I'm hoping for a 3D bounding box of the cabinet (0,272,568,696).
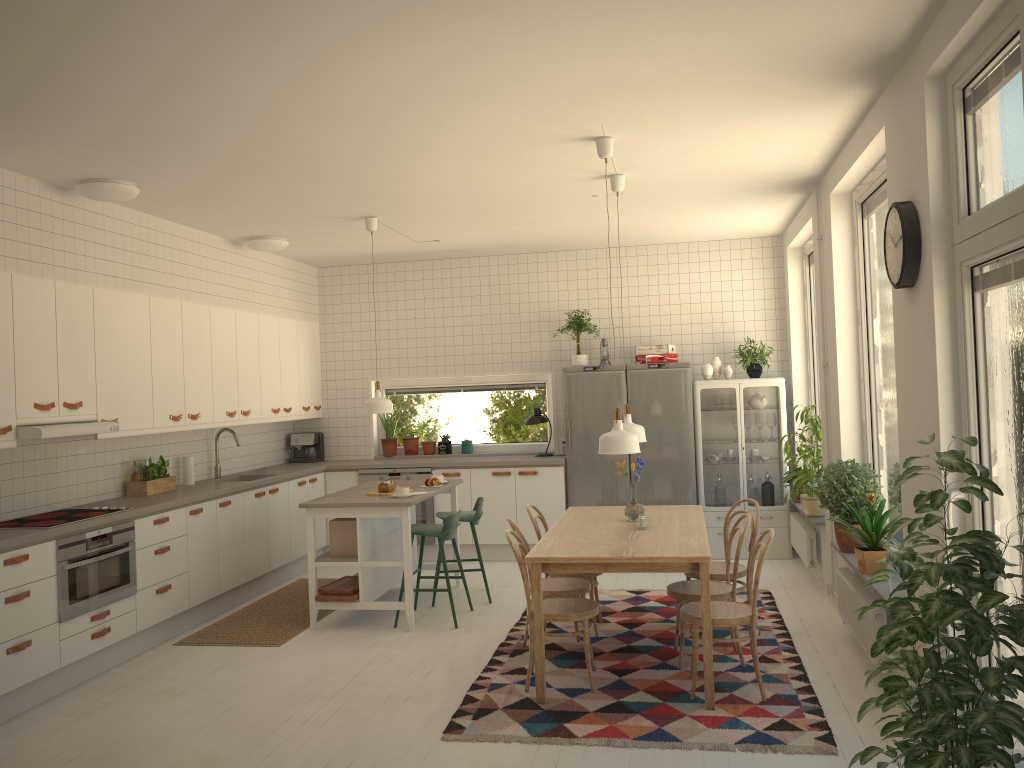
[{"bbox_3d":[-1.295,0.423,6.446,2.853,2.160,4.844,-2,0,11],"label":"cabinet"}]

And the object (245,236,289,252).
[{"bbox_3d":[-2.024,-1.147,7.330,0.351,0.101,0.351,-2,0,-37],"label":"object"}]

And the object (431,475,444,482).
[{"bbox_3d":[-0.583,0.745,6.932,0.094,0.060,0.098,-2,0,8],"label":"object"}]

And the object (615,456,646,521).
[{"bbox_3d":[0.737,0.633,5.371,0.145,0.389,0.206,-2,-1,-27],"label":"object"}]

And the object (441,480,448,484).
[{"bbox_3d":[-0.582,0.772,6.929,0.160,0.020,0.160,-2,0,7],"label":"object"}]

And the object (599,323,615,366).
[{"bbox_3d":[0.869,-0.359,8.141,0.163,0.383,0.154,-3,-1,33],"label":"object"}]

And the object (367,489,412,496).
[{"bbox_3d":[-0.884,0.781,6.408,0.237,0.019,0.306,-2,0,27],"label":"object"}]

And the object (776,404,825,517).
[{"bbox_3d":[2.231,0.582,6.692,0.485,0.841,0.615,-2,-1,-10],"label":"object"}]

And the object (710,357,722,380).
[{"bbox_3d":[1.837,-0.140,7.985,0.102,0.206,0.102,-2,-1,-5],"label":"object"}]

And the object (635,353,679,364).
[{"bbox_3d":[1.326,-0.227,8.137,0.309,0.082,0.312,-2,0,-9],"label":"object"}]

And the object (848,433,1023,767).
[{"bbox_3d":[1.169,0.840,2.308,0.514,1.424,0.568,-2,-1,-36],"label":"object"}]

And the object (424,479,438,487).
[{"bbox_3d":[-0.627,0.750,6.747,0.070,0.060,0.131,-2,-1,-41],"label":"object"}]

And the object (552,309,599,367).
[{"bbox_3d":[0.620,-0.430,8.183,0.474,0.545,0.468,-3,-1,24],"label":"object"}]

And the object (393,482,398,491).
[{"bbox_3d":[-0.866,0.742,6.417,0.083,0.057,0.072,-2,0,17],"label":"object"}]

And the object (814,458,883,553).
[{"bbox_3d":[2.012,0.724,5.316,0.383,0.561,0.395,-2,-1,9],"label":"object"}]

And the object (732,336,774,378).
[{"bbox_3d":[2.165,-0.241,7.979,0.371,0.385,0.373,-3,-1,29],"label":"object"}]

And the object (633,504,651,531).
[{"bbox_3d":[0.741,0.757,5.070,0.095,0.138,0.155,-2,-1,11],"label":"object"}]

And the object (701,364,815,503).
[{"bbox_3d":[2.102,0.409,7.659,0.943,1.208,0.261,-3,-1,26],"label":"object"}]

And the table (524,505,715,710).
[{"bbox_3d":[0.681,1.202,5.132,0.894,0.749,1.797,-2,0,11],"label":"table"}]

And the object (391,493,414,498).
[{"bbox_3d":[-0.757,0.774,6.145,0.160,0.020,0.160,-2,0,-24],"label":"object"}]

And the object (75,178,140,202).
[{"bbox_3d":[-2.411,-1.143,5.292,0.351,0.101,0.351,-2,0,-37],"label":"object"}]

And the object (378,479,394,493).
[{"bbox_3d":[-0.903,0.730,6.343,0.086,0.087,0.090,-2,-1,18],"label":"object"}]

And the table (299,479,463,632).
[{"bbox_3d":[-0.904,1.225,6.613,0.794,0.864,1.424,-2,0,11],"label":"table"}]

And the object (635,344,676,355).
[{"bbox_3d":[1.321,-0.310,8.141,0.312,0.082,0.308,-2,0,23],"label":"object"}]

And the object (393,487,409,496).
[{"bbox_3d":[-0.761,0.746,6.144,0.098,0.064,0.094,-2,-1,-31],"label":"object"}]

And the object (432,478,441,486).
[{"bbox_3d":[-0.579,0.748,6.771,0.060,0.059,0.074,-2,-1,-20],"label":"object"}]

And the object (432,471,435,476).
[{"bbox_3d":[-0.599,0.729,6.949,0.028,0.086,0.102,-2,-1,-38],"label":"object"}]

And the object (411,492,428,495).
[{"bbox_3d":[-0.681,0.779,6.297,0.167,0.005,0.167,-2,0,6],"label":"object"}]

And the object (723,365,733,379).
[{"bbox_3d":[1.924,-0.104,7.904,0.082,0.126,0.082,-2,-1,-17],"label":"object"}]

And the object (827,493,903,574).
[{"bbox_3d":[1.892,0.794,4.716,0.417,0.425,0.487,-2,-1,18],"label":"object"}]

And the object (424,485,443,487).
[{"bbox_3d":[-0.612,0.779,6.753,0.167,0.005,0.167,-2,0,6],"label":"object"}]

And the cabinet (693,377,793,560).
[{"bbox_3d":[2.069,0.751,8.005,0.789,1.593,0.453,-2,-1,11],"label":"cabinet"}]

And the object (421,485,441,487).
[{"bbox_3d":[-0.612,0.777,6.757,0.122,0.005,0.120,-2,0,29],"label":"object"}]
